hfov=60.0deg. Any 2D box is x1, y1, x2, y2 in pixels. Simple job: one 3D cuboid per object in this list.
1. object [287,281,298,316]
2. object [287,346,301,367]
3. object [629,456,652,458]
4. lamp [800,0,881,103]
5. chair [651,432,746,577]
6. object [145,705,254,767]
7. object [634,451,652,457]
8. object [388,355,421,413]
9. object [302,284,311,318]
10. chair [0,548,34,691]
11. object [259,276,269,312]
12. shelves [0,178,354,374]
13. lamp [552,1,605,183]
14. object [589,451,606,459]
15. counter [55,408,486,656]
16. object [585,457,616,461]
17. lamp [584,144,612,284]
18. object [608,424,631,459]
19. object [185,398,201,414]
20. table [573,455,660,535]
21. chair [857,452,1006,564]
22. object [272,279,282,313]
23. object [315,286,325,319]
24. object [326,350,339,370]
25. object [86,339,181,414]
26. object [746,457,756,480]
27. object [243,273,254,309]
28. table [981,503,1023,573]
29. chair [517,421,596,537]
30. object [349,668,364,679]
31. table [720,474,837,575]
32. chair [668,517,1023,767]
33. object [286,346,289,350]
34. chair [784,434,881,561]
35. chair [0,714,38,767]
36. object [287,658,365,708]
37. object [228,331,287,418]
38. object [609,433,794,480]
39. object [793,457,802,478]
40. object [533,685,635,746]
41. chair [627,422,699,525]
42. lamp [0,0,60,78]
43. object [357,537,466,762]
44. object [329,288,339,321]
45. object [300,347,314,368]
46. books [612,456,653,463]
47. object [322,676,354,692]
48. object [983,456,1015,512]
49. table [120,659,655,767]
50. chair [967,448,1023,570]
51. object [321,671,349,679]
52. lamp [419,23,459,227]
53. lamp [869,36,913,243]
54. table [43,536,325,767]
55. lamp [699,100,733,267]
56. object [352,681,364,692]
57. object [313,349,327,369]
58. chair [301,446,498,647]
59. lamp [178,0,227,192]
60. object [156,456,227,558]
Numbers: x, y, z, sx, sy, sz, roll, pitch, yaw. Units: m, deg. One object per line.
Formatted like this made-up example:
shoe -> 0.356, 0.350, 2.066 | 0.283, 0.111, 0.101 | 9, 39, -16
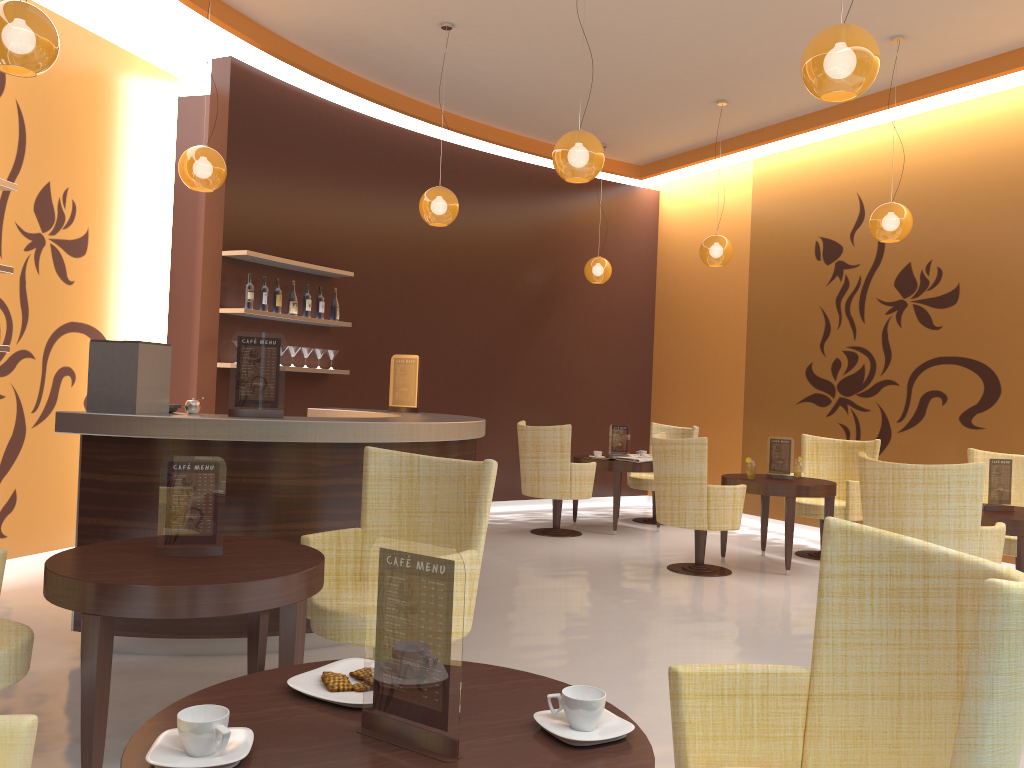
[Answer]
object -> -1.836, -0.714, 7.428 | 0.086, 0.303, 0.086 | 2, -1, 43
object -> -1.842, -0.226, 7.449 | 0.137, 0.174, 0.137 | 2, -1, 34
object -> 1.318, 0.728, 8.810 | 0.239, 0.021, 0.464 | 3, -1, -35
lamp -> 1.330, -1.889, 3.533 | 0.299, 1.500, 0.299 | 3, -1, -20
chair -> 1.382, 0.889, 6.652 | 0.685, 1.017, 0.729 | 3, -1, -14
object -> -0.487, 0.551, 1.394 | 0.153, 0.069, 0.153 | 3, -1, -9
object -> 1.301, 0.698, 8.807 | 0.153, 0.069, 0.153 | 2, -1, 43
object -> -0.773, -0.004, 6.384 | 0.258, 0.414, 0.052 | 2, -1, 28
object -> -1.749, -0.704, 7.561 | 0.073, 0.297, 0.073 | 2, -1, 7
chair -> -1.789, 0.714, 2.604 | 0.685, 1.017, 0.729 | 3, -1, -24
object -> -1.992, -0.719, 7.123 | 0.073, 0.297, 0.073 | 2, -1, 7
shelves -> -2.339, -0.596, 5.720 | 0.586, 0.902, 4.744 | 2, -1, 16
lamp -> 0.405, -1.912, 5.077 | 0.299, 1.500, 0.299 | 2, -1, 37
object -> 0.812, 0.673, 8.430 | 0.153, 0.069, 0.153 | 2, -1, -4
counter -> -0.997, 0.733, 5.282 | 1.586, 1.100, 2.917 | 2, -1, 14
object -> 0.797, 0.702, 8.417 | 0.239, 0.021, 0.464 | 3, -1, -17
lamp -> 0.957, -1.842, 9.604 | 0.299, 1.500, 0.299 | 3, -1, -31
object -> 1.052, 0.558, 8.668 | 0.209, 0.335, 0.042 | 2, -1, -8
object -> -1.595, 0.111, 4.432 | 0.075, 0.077, 0.075 | 2, -1, 28
table -> 1.024, 1.064, 8.613 | 0.872, 0.679, 0.874 | 2, -1, 6
chair -> 2.312, 0.911, 4.931 | 0.685, 1.017, 0.729 | 3, -1, -34
object -> -1.922, -0.714, 7.262 | 0.073, 0.297, 0.073 | 3, -1, -33
object -> -1.665, -0.699, 7.696 | 0.073, 0.297, 0.073 | 2, -1, 7
object -> -1.595, -0.211, 7.845 | 0.137, 0.174, 0.137 | 2, -1, 34
object -> -1.819, -0.032, 4.320 | 0.270, 0.340, 0.373 | 2, -1, 14
object -> 1.854, 0.655, 6.872 | 0.067, 0.171, 0.072 | 2, -1, 42
object -> -2.067, -0.723, 6.969 | 0.073, 0.297, 0.073 | 2, -1, 7
table -> 2.945, 1.112, 5.402 | 0.872, 0.679, 0.874 | 2, -1, 6
chair -> 0.390, 0.863, 8.142 | 0.685, 1.017, 0.729 | 3, -1, -34
object -> -0.293, 0.581, 1.781 | 0.055, 0.014, 0.053 | 2, -1, 42
table -> 2.094, 1.092, 7.027 | 0.872, 0.679, 0.874 | 2, -1, 1
chair -> 0.589, 0.805, 1.694 | 0.685, 1.017, 0.729 | 2, -1, 1
object -> -1.912, -0.230, 7.320 | 0.137, 0.174, 0.137 | 2, -1, 34
chair -> 2.708, 0.954, 7.545 | 0.685, 1.017, 0.729 | 3, -1, -43
chair -> -0.922, 0.736, 1.175 | 0.685, 1.017, 0.729 | 3, -1, -28
object -> -0.299, 0.588, 1.741 | 0.234, 0.020, 0.234 | 2, -1, 30
object -> -1.235, -0.044, 4.311 | 0.258, 0.414, 0.052 | 3, -1, -17
object -> 1.618, 0.573, 7.847 | 0.187, 0.335, 2.090 | 3, -1, -35
object -> 2.332, 0.679, 7.234 | 0.067, 0.171, 0.072 | 2, -1, 17
object -> 0.127, 0.579, 1.565 | 0.153, 0.069, 0.153 | 3, -1, -30
chair -> 1.558, 0.923, 9.231 | 0.685, 1.017, 0.729 | 3, -1, -31
lamp -> -1.994, -2.028, 3.639 | 0.299, 1.500, 0.299 | 2, -1, 37
object -> -0.167, 0.432, 1.483 | 0.209, 0.335, 0.042 | 2, -1, 34
object -> -1.568, -0.699, 7.843 | 0.086, 0.303, 0.086 | 3, -1, -17
object -> -1.762, -0.221, 7.581 | 0.137, 0.174, 0.137 | 2, -1, 34
books -> 1.182, 0.711, 8.399 | 0.367, 0.035, 0.345 | 3, -1, -41
object -> -0.334, 0.576, 1.702 | 0.051, 0.018, 0.054 | 3, -1, -33
object -> 2.972, 0.605, 5.399 | 0.209, 0.335, 0.042 | 3, -1, -13
table -> -0.210, 0.938, 1.515 | 0.872, 0.679, 0.874 | 2, -1, 16
chair -> 3.483, 0.971, 6.020 | 0.729, 1.017, 0.685 | 2, -1, 27
object -> -0.348, 0.578, 1.746 | 0.052, 0.018, 0.055 | 2, -1, -7
lamp -> -0.519, -1.935, 6.622 | 0.299, 1.500, 0.299 | 3, -1, -13
lamp -> 2.805, -1.796, 6.515 | 0.299, 1.500, 0.299 | 2, -1, -6
table -> -1.083, 0.917, 2.957 | 0.872, 0.679, 0.874 | 2, -1, 16
lamp -> 1.881, -1.819, 8.059 | 0.299, 1.500, 0.299 | 2, -1, 12
object -> -0.288, 0.585, 1.715 | 0.051, 0.018, 0.054 | 3, -1, -44
object -> -1.678, -0.216, 7.713 | 0.137, 0.174, 0.137 | 2, -1, -6
chair -> -0.447, 0.779, 3.472 | 0.729, 1.017, 0.685 | 2, -1, 37
lamp -> -1.976, -2.006, 5.749 | 0.299, 1.500, 0.299 | 3, -1, -13
object -> -1.073, 0.410, 2.974 | 0.209, 0.335, 0.042 | 3, -1, -17
